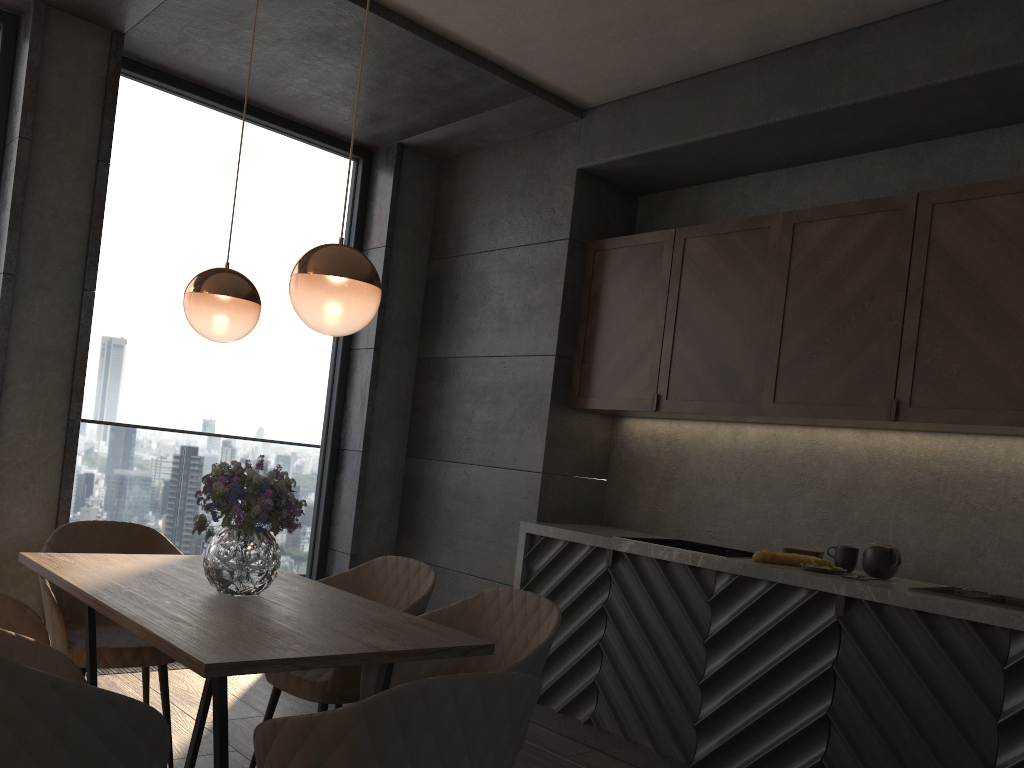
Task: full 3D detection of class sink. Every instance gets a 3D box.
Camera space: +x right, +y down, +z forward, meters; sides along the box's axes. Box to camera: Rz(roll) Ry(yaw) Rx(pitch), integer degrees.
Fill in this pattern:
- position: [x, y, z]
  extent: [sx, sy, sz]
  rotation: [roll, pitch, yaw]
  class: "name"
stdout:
- position: [1.890, 0.561, 2.874]
  extent: [0.463, 0.546, 0.959]
  rotation: [8, -4, -42]
  class: "sink"

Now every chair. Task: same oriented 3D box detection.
- position: [-0.598, 1.036, 3.146]
  extent: [0.553, 0.835, 0.513]
  rotation: [5, -2, 43]
  class: "chair"
- position: [-0.181, 1.039, 2.649]
  extent: [0.513, 0.835, 0.553]
  rotation: [8, -2, -42]
  class: "chair"
- position: [-1.461, 0.868, 2.383]
  extent: [0.513, 0.835, 0.553]
  rotation: [7, -2, -32]
  class: "chair"
- position: [-0.262, 0.959, 1.859]
  extent: [0.558, 0.835, 0.508]
  rotation: [8, -2, -37]
  class: "chair"
- position: [-1.465, 0.945, 3.239]
  extent: [0.558, 0.835, 0.508]
  rotation: [8, -2, -37]
  class: "chair"
- position: [-1.051, 0.875, 1.932]
  extent: [0.553, 0.835, 0.513]
  rotation: [5, -2, 43]
  class: "chair"

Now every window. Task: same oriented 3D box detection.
- position: [-3.697, -0.433, 2.885]
  extent: [7.314, 2.996, 0.198]
  rotation: [10, -3, -42]
  class: "window"

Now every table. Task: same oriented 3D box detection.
- position: [-0.858, 0.987, 2.557]
  extent: [0.774, 0.768, 1.461]
  rotation: [9, -4, -42]
  class: "table"

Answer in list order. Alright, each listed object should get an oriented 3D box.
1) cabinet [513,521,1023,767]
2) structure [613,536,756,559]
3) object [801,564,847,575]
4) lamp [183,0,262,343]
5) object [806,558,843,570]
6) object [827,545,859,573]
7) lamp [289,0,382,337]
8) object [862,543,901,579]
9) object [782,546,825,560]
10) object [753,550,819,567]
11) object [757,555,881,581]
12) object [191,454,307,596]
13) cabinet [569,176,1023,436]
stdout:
- position: [1.339, 1.216, 3.345]
  extent: [0.604, 0.948, 3.381]
  rotation: [8, -4, -42]
  class: "cabinet"
- position: [0.849, 0.743, 3.970]
  extent: [0.508, 0.017, 0.608]
  rotation: [11, -7, -42]
  class: "structure"
- position: [1.210, 0.722, 3.434]
  extent: [0.170, 0.020, 0.170]
  rotation: [8, -5, -16]
  class: "object"
- position: [-0.856, -0.900, 2.838]
  extent: [0.240, 1.543, 0.238]
  rotation: [7, 0, -36]
  class: "lamp"
- position: [1.213, 0.704, 3.434]
  extent: [0.117, 0.045, 0.120]
  rotation: [10, -6, -37]
  class: "object"
- position: [1.334, 0.704, 3.552]
  extent: [0.112, 0.103, 0.090]
  rotation: [7, -2, -10]
  class: "object"
- position: [-0.389, -0.893, 2.319]
  extent: [0.238, 1.543, 0.240]
  rotation: [7, 0, 24]
  class: "lamp"
- position: [1.436, 0.688, 3.436]
  extent: [0.135, 0.137, 0.153]
  rotation: [6, -3, 21]
  class: "object"
- position: [1.215, 0.718, 3.691]
  extent: [0.156, 0.068, 0.117]
  rotation: [4, -5, 33]
  class: "object"
- position: [1.124, 0.711, 3.572]
  extent: [0.301, 0.054, 0.071]
  rotation: [7, -3, -1]
  class: "object"
- position: [1.204, 0.726, 3.502]
  extent: [0.488, 0.040, 0.286]
  rotation: [2, -7, 43]
  class: "object"
- position: [-0.761, 0.406, 2.568]
  extent: [0.297, 0.408, 0.330]
  rotation: [6, -2, 18]
  class: "object"
- position: [1.597, -0.265, 3.420]
  extent: [0.371, 0.864, 3.381]
  rotation: [7, -4, -42]
  class: "cabinet"
